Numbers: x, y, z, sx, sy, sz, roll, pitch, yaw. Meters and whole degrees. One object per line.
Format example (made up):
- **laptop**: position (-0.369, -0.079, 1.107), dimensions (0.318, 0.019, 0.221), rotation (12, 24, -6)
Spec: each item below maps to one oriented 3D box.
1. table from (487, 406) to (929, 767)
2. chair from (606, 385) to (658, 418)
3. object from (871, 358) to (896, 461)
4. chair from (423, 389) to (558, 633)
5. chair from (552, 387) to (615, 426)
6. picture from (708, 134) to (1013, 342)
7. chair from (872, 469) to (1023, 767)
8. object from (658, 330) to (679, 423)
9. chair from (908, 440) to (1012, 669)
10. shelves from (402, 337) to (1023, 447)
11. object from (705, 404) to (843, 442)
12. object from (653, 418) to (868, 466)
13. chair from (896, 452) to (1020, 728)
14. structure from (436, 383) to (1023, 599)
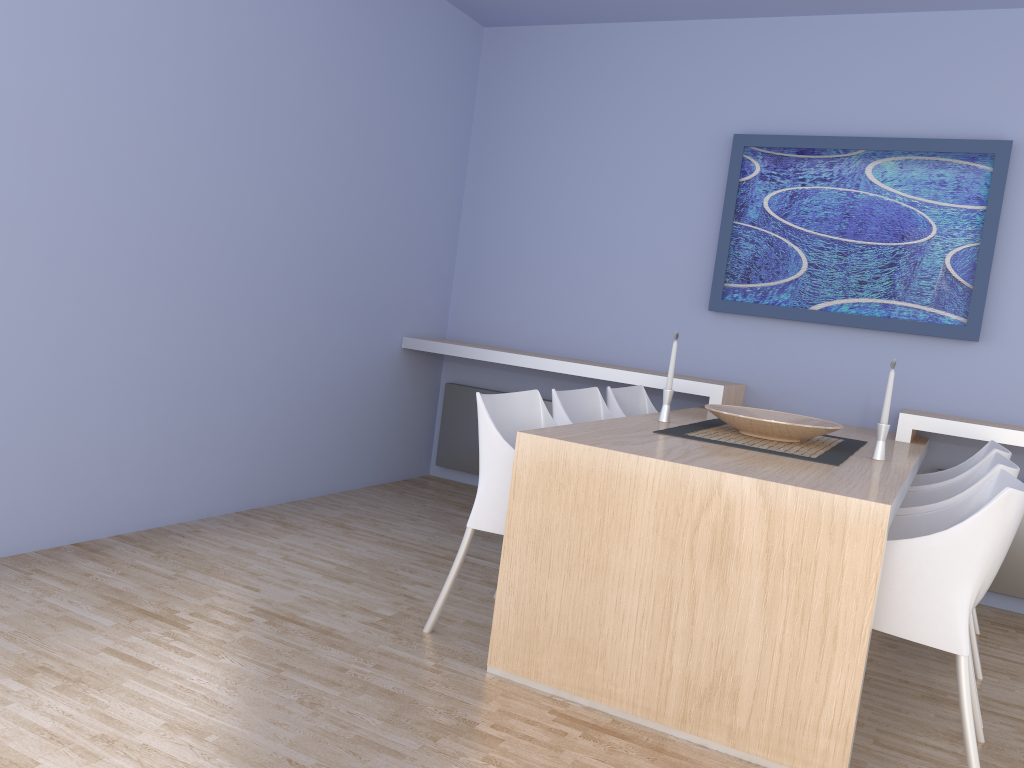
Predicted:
- **table**: position (0.945, 0.551, 3.393), dimensions (1.002, 0.718, 2.340), rotation (10, 5, 27)
- **chair**: position (0.612, 0.424, 3.969), dimensions (0.486, 0.793, 0.510), rotation (10, 5, 27)
- **object**: position (1.267, 0.084, 3.001), dimensions (0.045, 0.349, 0.045), rotation (10, 5, 27)
- **chair**: position (0.087, 0.439, 2.948), dimensions (0.486, 0.793, 0.510), rotation (10, 5, 27)
- **chair**: position (0.349, 0.431, 3.459), dimensions (0.486, 0.793, 0.510), rotation (10, 5, 27)
- **picture**: position (1.632, -0.732, 4.283), dimensions (1.252, 0.901, 0.049), rotation (10, 5, 27)
- **chair**: position (1.096, 0.611, 2.431), dimensions (0.486, 0.793, 0.510), rotation (10, 5, 27)
- **object**: position (0.598, -0.030, 3.344), dimensions (0.045, 0.349, 0.045), rotation (6, 5, -21)
- **chair**: position (1.637, 0.596, 3.483), dimensions (0.486, 0.793, 0.510), rotation (10, 5, 27)
- **shelves**: position (1.144, 0.437, 4.347), dimensions (3.901, 0.840, 0.463), rotation (10, 5, 27)
- **object**: position (0.954, 0.155, 3.266), dimensions (0.493, 0.081, 0.493), rotation (3, 6, -44)
- **object**: position (0.951, 0.197, 3.265), dimensions (0.594, 0.005, 0.986), rotation (10, 5, 26)
- **chair**: position (1.369, 0.603, 2.961), dimensions (0.486, 0.793, 0.510), rotation (10, 5, 27)
- **structure**: position (1.275, 0.529, 4.485), dimensions (3.843, 0.503, 0.064), rotation (10, 5, 27)
